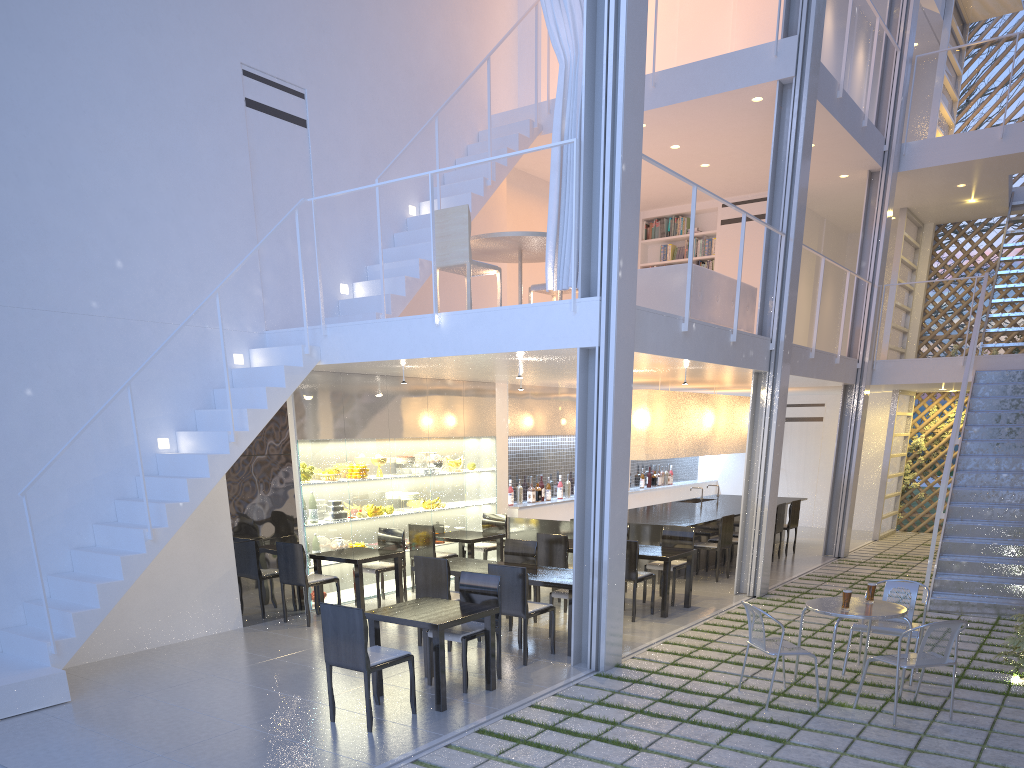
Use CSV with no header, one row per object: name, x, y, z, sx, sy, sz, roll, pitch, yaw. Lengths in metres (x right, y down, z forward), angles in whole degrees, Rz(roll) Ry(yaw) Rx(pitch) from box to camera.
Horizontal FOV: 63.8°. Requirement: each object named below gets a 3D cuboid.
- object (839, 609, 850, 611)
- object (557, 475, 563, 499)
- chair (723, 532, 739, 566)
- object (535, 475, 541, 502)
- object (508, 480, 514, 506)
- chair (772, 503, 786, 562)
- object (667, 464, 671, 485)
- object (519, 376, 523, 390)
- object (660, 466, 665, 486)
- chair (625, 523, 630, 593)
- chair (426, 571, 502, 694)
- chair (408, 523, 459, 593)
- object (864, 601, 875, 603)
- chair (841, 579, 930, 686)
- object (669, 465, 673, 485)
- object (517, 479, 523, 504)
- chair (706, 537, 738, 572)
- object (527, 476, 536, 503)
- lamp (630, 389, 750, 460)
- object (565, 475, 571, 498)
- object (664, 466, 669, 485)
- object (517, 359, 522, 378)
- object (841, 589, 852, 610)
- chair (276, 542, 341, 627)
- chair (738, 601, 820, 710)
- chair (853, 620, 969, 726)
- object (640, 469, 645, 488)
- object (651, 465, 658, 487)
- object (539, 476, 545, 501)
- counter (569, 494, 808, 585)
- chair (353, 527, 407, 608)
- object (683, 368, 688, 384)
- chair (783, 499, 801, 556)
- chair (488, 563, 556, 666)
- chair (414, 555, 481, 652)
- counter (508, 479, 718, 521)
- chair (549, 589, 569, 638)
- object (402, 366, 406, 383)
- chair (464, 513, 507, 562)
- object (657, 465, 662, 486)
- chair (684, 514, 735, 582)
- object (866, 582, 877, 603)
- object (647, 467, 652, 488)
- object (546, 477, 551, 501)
object,0.086,0.656,3.727,2.810,0.424,0.035,-2,13,37
object,0.374,0.800,6.381,0.042,0.199,0.040,11,20,34
chair,1.667,1.090,5.891,0.235,0.470,0.178,7,16,29
object,-0.397,0.691,5.324,0.102,0.311,2.006,12,6,38
object,0.112,0.377,4.670,1.646,0.874,1.773,1,2,33
chair,1.877,1.102,6.144,0.234,0.470,0.178,8,16,31
object,1.493,0.866,7.874,0.046,0.218,0.043,-4,17,-13
object,0.052,-0.006,4.728,0.028,0.085,0.028,-14,20,-42
object,1.420,0.870,7.789,0.046,0.200,0.041,-3,16,-8
chair,0.551,1.042,4.886,0.186,0.470,0.225,10,17,34
chair,-0.187,0.955,3.176,0.186,0.470,0.225,10,17,34
chair,-0.469,1.054,4.996,0.186,0.470,0.225,10,17,34
object,0.172,0.642,3.803,2.852,0.461,0.057,-2,13,34
chair,1.502,0.977,3.276,0.256,0.407,0.234,8,14,34
object,1.531,0.876,7.925,0.041,0.199,0.041,-15,22,-41
object,-0.486,0.688,5.251,0.044,0.312,1.810,13,6,38
chair,1.480,1.077,5.623,0.234,0.470,0.179,8,17,32
object,-0.425,0.690,5.288,0.045,0.312,1.928,13,6,37
lamp,1.312,0.306,6.111,0.437,0.453,2.227,6,2,37
object,0.441,0.806,6.483,0.046,0.200,0.041,-2,16,-7
object,1.464,0.872,7.824,0.044,0.200,0.042,11,19,33
object,0.033,-0.067,3.590,0.028,0.085,0.028,-14,20,-42
object,1.199,0.773,2.951,0.031,0.082,0.028,-3,15,-9
chair,-1.037,1.016,4.233,0.186,0.470,0.225,10,17,34
chair,0.948,0.963,2.962,0.248,0.407,0.241,-2,12,-10
chair,1.366,0.951,2.780,0.261,0.408,0.229,-3,12,-14
object,1.183,0.858,7.467,0.042,0.195,0.038,1,16,5
object,1.331,0.855,7.662,0.045,0.218,0.043,11,19,33
object,-0.395,0.694,5.375,0.064,0.311,2.072,12,6,37
counter,1.447,1.133,6.281,0.800,0.398,2.433,1,-1,36
chair,-0.746,1.035,4.623,0.186,0.470,0.225,10,17,34
object,0.881,-0.040,4.177,0.028,0.085,0.028,-14,20,-42
chair,2.075,1.115,6.404,0.233,0.470,0.180,9,17,35
chair,0.047,0.973,3.536,0.186,0.470,0.225,10,17,34
chair,-0.288,0.987,3.759,0.186,0.470,0.225,10,17,34
counter,1.004,1.167,7.302,0.225,0.466,3.513,10,4,37
chair,0.318,0.991,3.900,0.186,0.470,0.225,10,17,34
object,-0.521,-0.044,3.958,0.028,0.085,0.028,-14,20,-42
chair,-0.178,1.073,5.386,0.186,0.470,0.225,10,17,34
object,1.378,0.860,7.731,0.044,0.217,0.044,12,20,35
chair,1.282,1.064,5.364,0.233,0.470,0.180,9,17,35
object,1.343,0.779,3.077,0.031,0.082,0.028,-3,15,-9
object,1.258,0.855,7.539,0.043,0.207,0.042,8,18,25
object,-0.420,0.689,5.304,0.056,0.316,2.349,13,6,37
